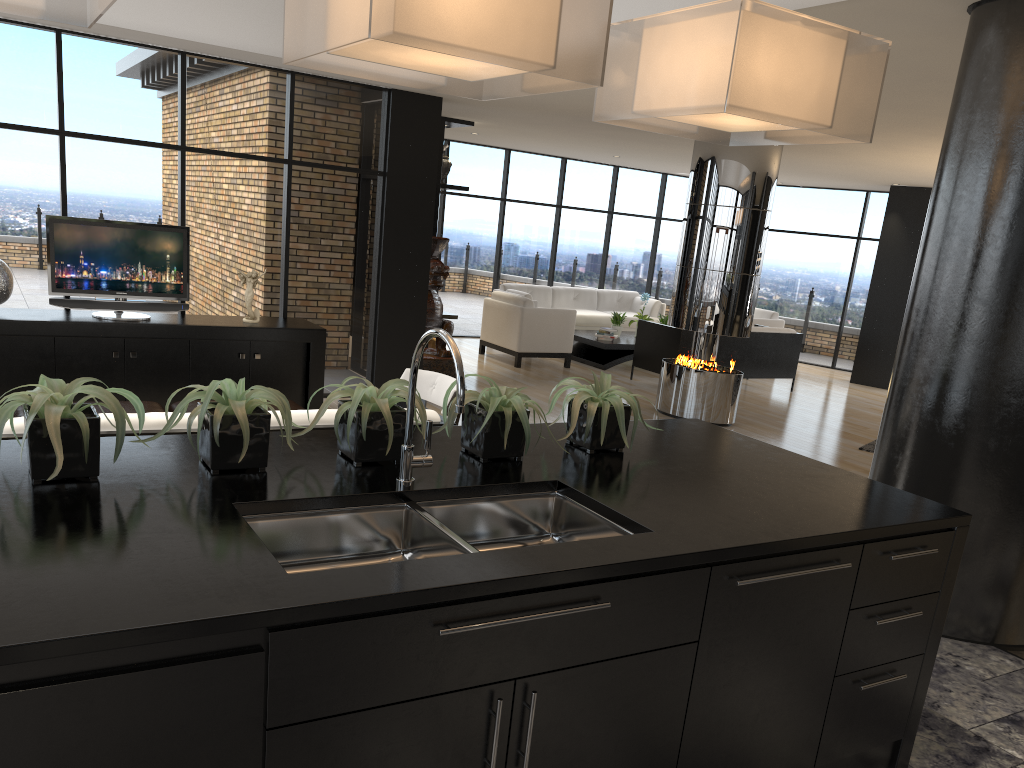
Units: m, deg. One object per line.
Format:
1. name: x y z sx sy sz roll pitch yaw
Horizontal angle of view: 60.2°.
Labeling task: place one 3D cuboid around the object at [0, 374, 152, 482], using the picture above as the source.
1. object: -1.053 0.107 2.014 0.398 0.222 0.397 5 12 -7

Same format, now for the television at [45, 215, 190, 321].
1. television: -2.927 -0.856 6.619 0.934 0.727 0.399 3 14 -13

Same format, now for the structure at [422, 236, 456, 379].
1. structure: -0.902 -0.818 9.277 0.516 1.630 0.716 -3 17 -31

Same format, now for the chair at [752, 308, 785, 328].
1. chair: 3.426 -0.737 13.395 0.853 0.875 0.981 -2 15 -31

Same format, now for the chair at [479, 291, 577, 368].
1. chair: 0.208 -0.724 11.471 0.853 0.875 0.981 -2 15 -31

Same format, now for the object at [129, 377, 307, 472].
1. object: -0.750 0.083 2.256 0.407 0.244 0.389 5 12 -7

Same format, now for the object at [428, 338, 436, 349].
1. object: -0.996 -0.528 10.495 0.223 0.505 0.217 5 15 -5

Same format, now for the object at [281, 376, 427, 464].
1. object: -0.429 0.092 2.454 0.407 0.222 0.389 5 12 -7

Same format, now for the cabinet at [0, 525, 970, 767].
1. cabinet: -0.360 0.803 2.370 3.110 1.061 1.156 -1 14 -31

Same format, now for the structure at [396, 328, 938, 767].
1. structure: -0.163 0.409 2.007 2.772 1.042 0.642 -1 15 -31

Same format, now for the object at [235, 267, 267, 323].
1. object: -2.098 -0.724 7.105 0.256 0.469 0.103 -2 17 -30

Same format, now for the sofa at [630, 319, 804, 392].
1. sofa: 2.577 -0.374 11.092 2.029 0.822 0.821 -1 14 -31

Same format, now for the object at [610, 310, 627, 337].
1. object: 1.455 -0.835 12.194 0.282 0.378 0.211 11 15 21

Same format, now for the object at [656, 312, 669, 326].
1. object: 2.185 -0.836 12.617 0.281 0.378 0.213 16 17 35

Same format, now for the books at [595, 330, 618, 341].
1. books: 1.261 -0.651 11.763 0.307 0.129 0.219 7 12 7

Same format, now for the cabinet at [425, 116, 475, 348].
1. cabinet: -1.696 -1.778 10.767 1.183 2.802 2.608 -3 16 -30

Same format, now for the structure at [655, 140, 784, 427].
1. structure: 2.009 -1.005 8.712 0.583 2.804 0.877 -8 20 -42

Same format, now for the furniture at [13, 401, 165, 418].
1. furniture: -2.355 0.388 5.035 0.826 0.494 0.811 -1 14 -31

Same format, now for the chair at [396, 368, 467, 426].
1. chair: -0.702 0.292 5.969 0.683 0.690 0.789 -2 15 -31

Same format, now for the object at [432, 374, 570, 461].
1. object: -0.043 0.085 2.654 0.398 0.244 0.397 5 12 -7

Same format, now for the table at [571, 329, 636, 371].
1. table: 1.732 -0.479 12.448 2.029 0.359 1.240 0 13 -31

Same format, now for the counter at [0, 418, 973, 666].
1. counter: -0.306 0.277 2.227 3.110 0.032 1.157 0 12 -31

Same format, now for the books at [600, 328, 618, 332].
1. books: 1.285 -0.723 11.737 0.154 0.027 0.182 -3 14 -40

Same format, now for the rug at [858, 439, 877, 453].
1. rug: 5.481 0.719 9.082 2.685 0.011 3.687 13 13 35

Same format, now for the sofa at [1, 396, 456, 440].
1. sofa: -1.394 0.456 4.315 2.029 0.822 0.821 -1 14 -31

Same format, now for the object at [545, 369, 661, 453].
1. object: 0.320 0.088 2.844 0.407 0.244 0.389 5 12 -7

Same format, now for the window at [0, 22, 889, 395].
1. window: 0.556 -1.977 7.330 15.798 4.893 9.971 -5 15 -44

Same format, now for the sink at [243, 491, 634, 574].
1. sink: -0.157 0.420 2.079 0.921 0.163 0.452 0 13 -31

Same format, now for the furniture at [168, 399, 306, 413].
1. furniture: -1.626 0.384 5.473 0.826 0.494 0.811 -1 14 -31

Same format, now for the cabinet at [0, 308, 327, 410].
1. cabinet: -3.012 -0.142 6.796 3.034 0.757 0.609 0 15 -31

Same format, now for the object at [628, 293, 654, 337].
1. object: 1.848 -0.960 12.350 0.356 0.645 0.361 3 14 -12

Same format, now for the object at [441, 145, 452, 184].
1. object: -0.796 -2.530 9.948 0.244 0.556 0.240 9 15 12

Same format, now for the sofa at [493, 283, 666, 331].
1. sofa: 1.047 -1.023 13.573 2.690 0.875 0.837 -1 14 -31

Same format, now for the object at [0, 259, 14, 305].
1. object: -3.757 -0.705 6.183 0.457 0.416 0.460 16 16 39
